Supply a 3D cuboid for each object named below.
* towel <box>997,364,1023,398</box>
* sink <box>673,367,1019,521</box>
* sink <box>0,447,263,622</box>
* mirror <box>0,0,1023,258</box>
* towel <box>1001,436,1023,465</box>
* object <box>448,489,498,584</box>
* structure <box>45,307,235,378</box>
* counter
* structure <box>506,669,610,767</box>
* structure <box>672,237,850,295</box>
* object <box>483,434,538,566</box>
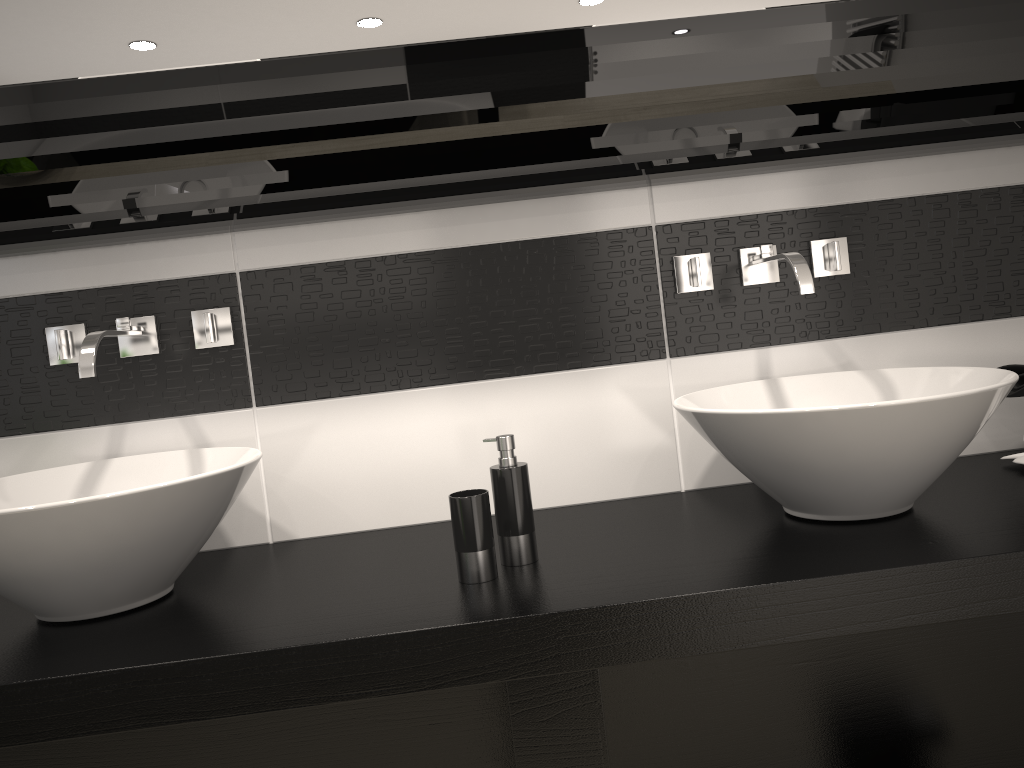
[{"bbox_3d":[1.163,0.014,1.644,0.388,0.131,0.406,-8,4,-15],"label":"towel"},{"bbox_3d":[0.574,0.109,1.547,0.560,0.212,0.559,-8,4,-23],"label":"sink"},{"bbox_3d":[-0.695,0.260,1.491,0.559,0.212,0.561,-4,5,41],"label":"sink"},{"bbox_3d":[-0.117,-0.805,1.669,2.614,0.900,0.258,-7,2,-3],"label":"mirror"},{"bbox_3d":[1.159,0.087,1.611,0.391,0.133,0.406,-8,4,-17],"label":"towel"},{"bbox_3d":[-0.060,0.236,1.382,0.063,0.134,0.063,-5,3,32],"label":"object"},{"bbox_3d":[-0.740,-0.074,1.661,0.367,0.108,0.260,-7,3,-2],"label":"structure"},{"bbox_3d":[-0.050,0.337,1.504,3.845,0.084,0.656,-7,4,-2],"label":"counter"},{"bbox_3d":[0.087,0.752,1.429,0.126,0.761,0.465,-7,2,-2],"label":"structure"},{"bbox_3d":[0.526,-0.224,1.717,0.367,0.108,0.260,-7,3,-2],"label":"structure"},{"bbox_3d":[0.001,0.187,1.452,0.063,0.207,0.063,-7,2,-22],"label":"object"}]
